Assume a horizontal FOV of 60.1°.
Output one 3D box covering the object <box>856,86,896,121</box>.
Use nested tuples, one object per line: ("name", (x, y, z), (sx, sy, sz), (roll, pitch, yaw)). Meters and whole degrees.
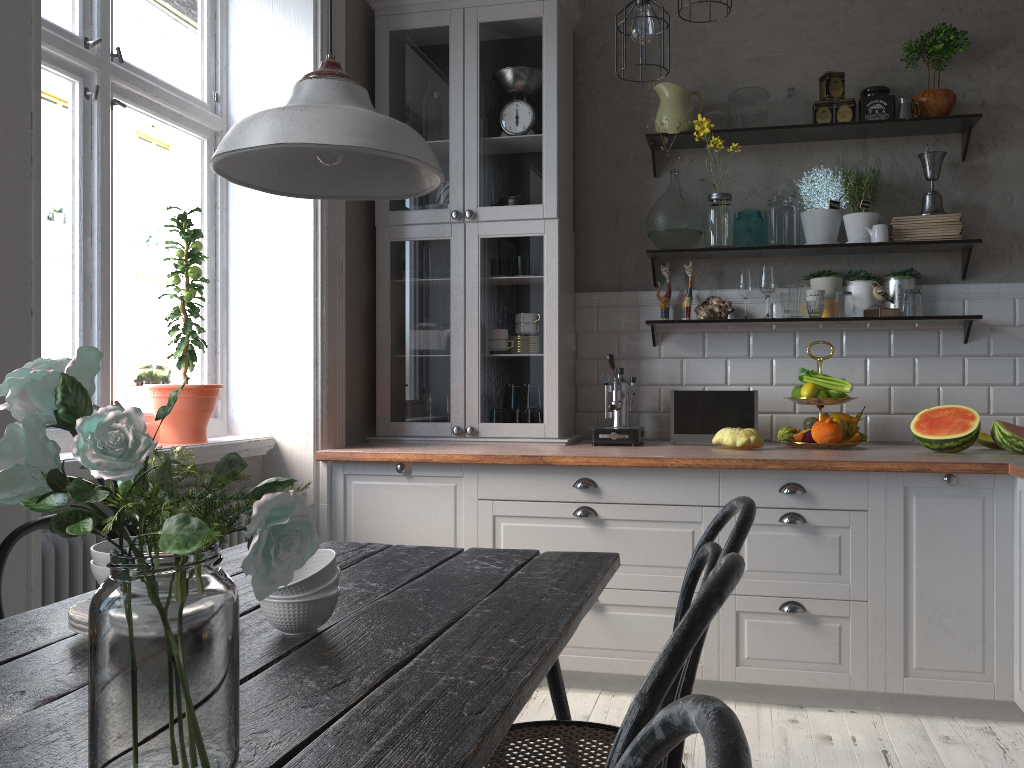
("object", (1.502, -1.135, 3.665), (0.141, 0.174, 0.143), (0, 0, 14))

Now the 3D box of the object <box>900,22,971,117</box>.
("object", (1.716, -1.247, 3.569), (0.255, 0.397, 0.246), (0, 0, 38))

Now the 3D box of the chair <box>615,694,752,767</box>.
("chair", (-0.140, 0.651, 0.521), (0.545, 0.920, 0.441), (0, 0, 11))

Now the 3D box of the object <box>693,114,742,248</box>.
("object", (0.841, -0.836, 3.673), (0.191, 0.540, 0.282), (0, 0, 6))

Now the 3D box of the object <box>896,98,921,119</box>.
("object", (1.585, -1.096, 3.544), (0.092, 0.096, 0.075), (0, 0, 14))

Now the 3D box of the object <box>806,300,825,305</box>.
("object", (1.237, -0.312, 3.608), (0.077, 0.051, 0.077), (0, 0, 6))

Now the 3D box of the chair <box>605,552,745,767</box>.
("chair", (-0.007, 0.651, 1.044), (0.541, 0.920, 0.444), (0, 0, 21))

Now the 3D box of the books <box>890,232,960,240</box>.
("books", (1.685, -0.594, 3.610), (0.257, 0.016, 0.160), (0, 0, 26))

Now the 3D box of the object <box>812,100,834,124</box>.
("object", (1.287, -1.104, 3.665), (0.082, 0.113, 0.083), (0, 0, 14))

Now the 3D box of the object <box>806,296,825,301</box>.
("object", (1.237, -0.329, 3.608), (0.076, 0.051, 0.079), (0, 0, 32))

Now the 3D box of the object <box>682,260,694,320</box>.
("object", (0.760, -0.397, 3.806), (0.063, 0.264, 0.052), (0, 0, -40))

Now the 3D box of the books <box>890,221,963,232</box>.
("books", (1.685, -0.637, 3.610), (0.258, 0.011, 0.160), (0, 0, 19))

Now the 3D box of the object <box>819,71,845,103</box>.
("object", (1.317, -1.216, 3.645), (0.083, 0.113, 0.082), (0, 0, -6))

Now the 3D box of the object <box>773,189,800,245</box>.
("object", (1.172, -0.696, 3.811), (0.130, 0.264, 0.133), (0, 0, 19))

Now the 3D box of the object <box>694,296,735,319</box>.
("object", (0.854, -0.322, 3.759), (0.178, 0.111, 0.095), (0, 0, -10))

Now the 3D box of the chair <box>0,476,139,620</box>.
("chair", (-0.755, 0.651, 1.752), (0.540, 0.920, 0.445), (0, 0, 26))

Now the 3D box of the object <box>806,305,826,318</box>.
("object", (1.237, -0.294, 3.608), (0.077, 0.051, 0.077), (0, 0, 6))

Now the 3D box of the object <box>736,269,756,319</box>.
("object", (0.996, -0.377, 3.769), (0.082, 0.217, 0.082), (0, 0, 0))

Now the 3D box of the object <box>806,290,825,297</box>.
("object", (1.237, -0.354, 3.608), (0.077, 0.051, 0.077), (0, 0, -1))

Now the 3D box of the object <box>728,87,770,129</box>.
("object", (0.999, -1.140, 3.736), (0.175, 0.184, 0.168), (0, 0, -37))

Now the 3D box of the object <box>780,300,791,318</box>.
("object", (1.171, -0.310, 3.745), (0.076, 0.083, 0.079), (0, 0, 31))

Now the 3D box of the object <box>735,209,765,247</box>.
("object", (1.014, -0.651, 3.783), (0.124, 0.172, 0.127), (0, 0, 17))

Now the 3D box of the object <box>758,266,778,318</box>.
("object", (1.058, -0.377, 3.658), (0.082, 0.217, 0.082), (0, 0, 0))

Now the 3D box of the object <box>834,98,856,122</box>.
("object", (1.371, -1.104, 3.642), (0.081, 0.113, 0.084), (0, 0, 24))

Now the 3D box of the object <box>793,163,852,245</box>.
("object", (1.315, -0.743, 3.716), (0.240, 0.354, 0.239), (0, 0, 31))

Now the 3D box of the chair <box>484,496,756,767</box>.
("chair", (0.136, 0.651, 1.512), (0.545, 0.920, 0.441), (0, 0, 11))

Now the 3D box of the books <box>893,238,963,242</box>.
("books", (1.685, -0.572, 3.610), (0.258, 0.011, 0.159), (0, 0, 16))

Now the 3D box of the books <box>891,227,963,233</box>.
("books", (1.685, -0.615, 3.610), (0.258, 0.011, 0.160), (0, 0, 19))

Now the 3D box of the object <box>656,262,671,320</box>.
("object", (0.662, -0.397, 3.844), (0.054, 0.264, 0.061), (0, 0, -15))

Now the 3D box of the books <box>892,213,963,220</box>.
("books", (1.685, -0.669, 3.610), (0.258, 0.011, 0.160), (0, 0, 19))

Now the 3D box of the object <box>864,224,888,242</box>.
("object", (1.478, -0.601, 3.561), (0.104, 0.071, 0.064), (0, 0, 44))

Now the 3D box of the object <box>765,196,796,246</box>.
("object", (1.111, -0.667, 3.669), (0.122, 0.206, 0.127), (0, 0, 36))

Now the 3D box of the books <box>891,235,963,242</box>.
("books", (1.685, -0.583, 3.610), (0.258, 0.011, 0.160), (0, 0, 19))

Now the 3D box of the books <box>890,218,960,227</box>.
("books", (1.684, -0.648, 3.610), (0.257, 0.016, 0.160), (0, 0, 26))

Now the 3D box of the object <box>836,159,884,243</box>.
("object", (1.430, -0.755, 3.637), (0.187, 0.380, 0.166), (0, 0, -26))

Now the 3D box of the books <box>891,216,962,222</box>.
("books", (1.685, -0.659, 3.610), (0.257, 0.016, 0.160), (0, 0, 22))

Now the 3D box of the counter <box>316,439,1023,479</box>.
("counter", (0.590, 0.268, 2.197), (3.132, 0.039, 3.422), (0, 0, 14))

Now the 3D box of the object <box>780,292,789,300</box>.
("object", (1.171, -0.344, 3.745), (0.076, 0.083, 0.079), (0, 0, 31))

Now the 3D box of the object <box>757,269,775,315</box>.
("object", (1.078, -0.377, 3.746), (0.082, 0.217, 0.082), (0, 0, 0))

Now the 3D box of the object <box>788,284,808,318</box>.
("object", (1.182, -0.338, 3.665), (0.079, 0.139, 0.078), (0, 0, -14))

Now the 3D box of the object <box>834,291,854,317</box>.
("object", (1.362, -0.323, 3.636), (0.077, 0.108, 0.078), (0, 0, 7))

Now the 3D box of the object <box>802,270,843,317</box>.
("object", (1.304, -0.378, 3.723), (0.157, 0.217, 0.155), (0, 0, -7))

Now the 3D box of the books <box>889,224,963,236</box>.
("books", (1.685, -0.627, 3.610), (0.258, 0.011, 0.159), (0, 0, 16))

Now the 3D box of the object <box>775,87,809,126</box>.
("object", (1.197, -1.157, 3.790), (0.142, 0.220, 0.137), (0, 0, -27))

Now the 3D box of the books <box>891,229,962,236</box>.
("books", (1.685, -0.605, 3.610), (0.257, 0.016, 0.160), (0, 0, 22))

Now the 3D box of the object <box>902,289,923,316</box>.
("object", (1.607, -0.323, 3.555), (0.077, 0.108, 0.078), (0, 0, 7))

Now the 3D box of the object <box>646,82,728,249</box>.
("object", (0.683, -0.904, 3.754), (0.338, 0.674, 0.333), (0, 0, -18))

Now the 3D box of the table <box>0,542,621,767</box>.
("table", (-0.436, 0.744, 1.155), (0.896, 0.735, 1.938), (0, 0, 14))
